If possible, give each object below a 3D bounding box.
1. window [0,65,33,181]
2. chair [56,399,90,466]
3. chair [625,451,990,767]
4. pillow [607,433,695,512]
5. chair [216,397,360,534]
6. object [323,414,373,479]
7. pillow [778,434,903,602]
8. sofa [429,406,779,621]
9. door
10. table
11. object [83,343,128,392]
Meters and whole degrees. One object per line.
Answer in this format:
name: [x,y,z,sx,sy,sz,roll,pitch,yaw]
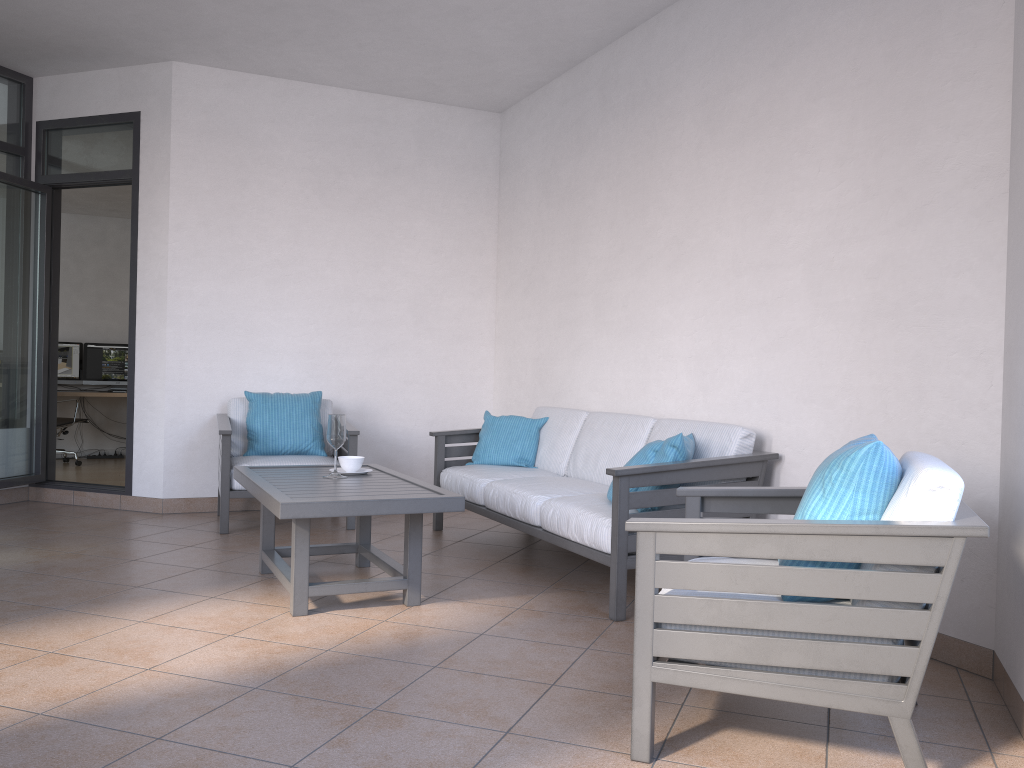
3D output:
window: [-4.261,-0.901,3.773,0.170,2.402,5.002,2,1,20]
chair: [-4.790,0.336,9.075,0.664,0.991,0.699,2,1,26]
chair: [0.791,0.565,2.440,0.807,0.765,0.797,2,1,21]
pillow: [0.597,0.377,3.870,0.377,0.370,0.543,2,1,15]
chair: [-1.422,0.475,5.530,0.797,0.765,0.807,1,1,-19]
object: [-0.786,0.279,4.127,0.203,0.284,0.337,2,1,26]
pillow: [0.888,0.348,2.399,0.316,0.426,0.510,2,1,18]
sofa: [0.308,0.531,4.575,0.807,0.765,2.161,1,1,-25]
door: [-2.967,-0.534,5.647,0.905,2.500,0.924,2,1,20]
table: [-0.773,0.655,3.885,0.710,0.473,1.260,1,1,-25]
object: [-4.384,-0.181,9.894,0.716,0.535,0.190,1,1,-20]
